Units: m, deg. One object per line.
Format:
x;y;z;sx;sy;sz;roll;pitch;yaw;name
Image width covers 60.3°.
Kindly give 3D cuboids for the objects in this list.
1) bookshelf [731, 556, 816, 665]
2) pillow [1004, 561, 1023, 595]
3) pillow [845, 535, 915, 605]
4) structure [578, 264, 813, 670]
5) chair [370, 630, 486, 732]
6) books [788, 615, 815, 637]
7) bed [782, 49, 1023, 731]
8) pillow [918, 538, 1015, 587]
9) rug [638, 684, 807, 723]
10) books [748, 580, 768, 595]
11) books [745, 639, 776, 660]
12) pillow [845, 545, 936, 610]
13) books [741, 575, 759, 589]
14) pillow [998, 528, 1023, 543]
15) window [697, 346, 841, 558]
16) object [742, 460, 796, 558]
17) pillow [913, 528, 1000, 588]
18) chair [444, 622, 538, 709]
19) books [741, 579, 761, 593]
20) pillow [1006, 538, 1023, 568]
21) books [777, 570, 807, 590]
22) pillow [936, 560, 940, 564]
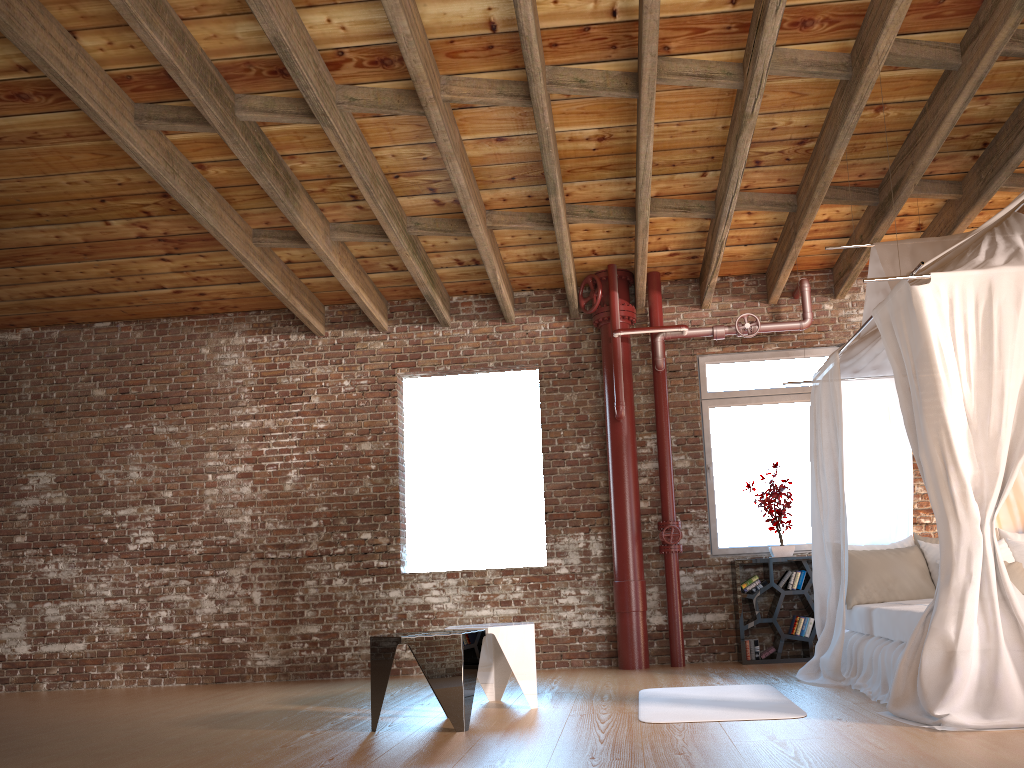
2.287;1.867;7.315;0.843;0.835;0.301;-3;-9;4;bookshelf
3.245;1.273;5.777;0.284;0.231;0.167;-3;-10;3;pillow
2.549;1.311;6.171;0.623;0.486;0.205;-4;-9;5;pillow
1.611;0.601;7.421;1.969;3.420;0.592;-3;-8;4;structure
-0.439;1.577;4.700;0.551;0.484;0.608;7;-15;-40;chair
2.369;1.983;7.220;0.200;0.178;0.138;-4;-10;5;books
2.950;-0.164;5.281;2.459;3.833;2.746;-3;-10;5;bed
3.102;1.228;5.937;0.603;0.398;0.359;-3;-10;2;pillow
1.155;1.822;5.073;0.846;0.007;1.479;-4;-13;7;rug
2.033;1.682;7.290;0.154;0.112;0.138;-4;-11;5;books
2.030;2.172;7.221;0.246;0.158;0.138;-4;-10;5;books
2.525;1.302;5.971;0.604;0.409;0.368;-3;-10;2;pillow
1.961;1.640;7.302;0.152;0.108;0.138;-4;-11;5;books
3.712;1.225;6.098;0.621;0.492;0.214;-4;-9;4;pillow
2.311;0.584;7.750;1.324;1.826;0.172;-3;-8;4;window
2.190;1.046;7.426;0.410;0.829;0.406;-3;-9;1;object
3.122;1.259;6.140;0.622;0.488;0.214;-3;-9;4;pillow
-0.122;1.714;5.357;0.631;0.484;0.530;4;-13;-30;chair
1.975;1.674;7.296;0.152;0.108;0.138;-4;-11;5;books
3.690;1.225;5.897;0.619;0.427;0.301;-4;-10;5;pillow
2.302;1.619;7.277;0.240;0.164;0.138;-4;-10;5;books
3.001;1.258;5.763;0.378;0.287;0.222;-5;-10;14;pillow
